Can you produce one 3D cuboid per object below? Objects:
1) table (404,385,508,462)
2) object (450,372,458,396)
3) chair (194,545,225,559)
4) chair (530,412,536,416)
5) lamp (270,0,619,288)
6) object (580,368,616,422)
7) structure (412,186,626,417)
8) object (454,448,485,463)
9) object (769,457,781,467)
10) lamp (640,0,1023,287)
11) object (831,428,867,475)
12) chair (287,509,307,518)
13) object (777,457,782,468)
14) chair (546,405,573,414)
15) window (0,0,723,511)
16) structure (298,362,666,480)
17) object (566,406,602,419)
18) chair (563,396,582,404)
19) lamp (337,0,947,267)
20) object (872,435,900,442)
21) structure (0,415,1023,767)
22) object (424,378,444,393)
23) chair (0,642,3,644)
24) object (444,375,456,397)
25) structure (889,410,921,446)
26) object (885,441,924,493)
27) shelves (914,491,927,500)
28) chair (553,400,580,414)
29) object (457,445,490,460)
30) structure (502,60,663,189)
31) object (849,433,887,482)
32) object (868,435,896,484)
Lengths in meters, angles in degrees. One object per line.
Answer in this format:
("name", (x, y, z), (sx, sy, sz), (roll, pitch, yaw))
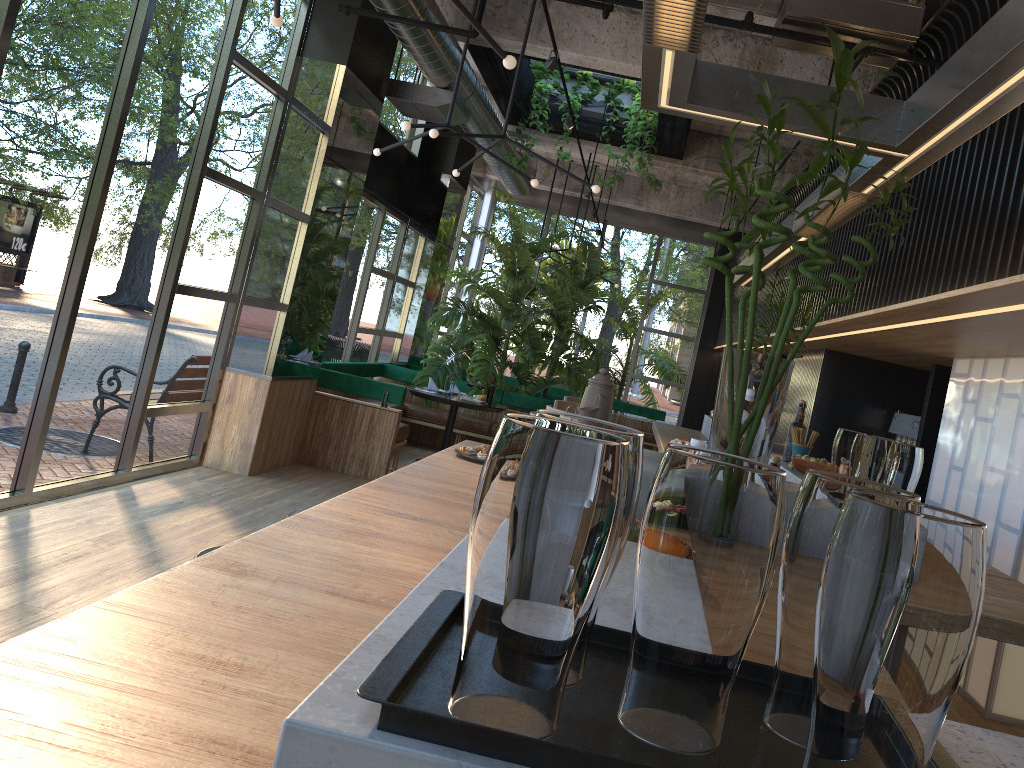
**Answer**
("table", (-0.662, 0.500, 9.287), (1.133, 0.752, 1.066), (12, 1, -26))
("object", (-0.620, 0.001, 9.253), (0.094, 0.246, 0.091), (13, -2, -12))
("chair", (-0.744, 0.849, 2.459), (0.518, 0.698, 0.510), (13, -1, -4))
("chair", (0.256, 0.677, 4.557), (0.566, 0.972, 0.526), (14, -2, -34))
("lamp", (1.317, -2.086, 5.206), (5.060, 1.824, 18.999), (13, 3, 7))
("object", (0.272, 0.063, 2.882), (0.122, 0.235, 0.208), (13, -1, -26))
("structure", (0.100, -0.767, 11.678), (2.461, 3.445, 2.632), (13, -1, -10))
("object", (-0.092, 0.246, 2.946), (0.198, 0.013, 0.213), (15, 4, 41))
("object", (0.897, 0.357, 3.050), (0.068, 0.215, 0.168), (11, -1, 31))
("lamp", (2.905, -1.530, 4.124), (4.977, 2.134, 6.741), (12, 2, 0))
("object", (1.111, 0.258, 2.951), (0.109, 0.210, 0.101), (14, -2, -40))
("chair", (-0.655, 0.837, 3.106), (0.514, 0.698, 0.513), (13, -1, 1))
("object", (0.915, 0.360, 3.122), (0.072, 0.211, 0.068), (14, -3, -27))
("chair", (0.371, 0.662, 5.371), (0.530, 0.972, 0.563), (12, -2, 29))
("window", (-0.055, -2.096, 5.023), (4.120, 6.498, 20.463), (12, 2, 8))
("structure", (0.480, 0.569, 4.845), (5.999, 1.549, 20.216), (13, 3, 7))
("object", (0.213, 0.118, 2.682), (0.098, 0.120, 0.088), (12, -1, 14))
("chair", (0.570, 0.628, 6.928), (0.537, 0.972, 0.556), (12, -2, 16))
("lamp", (0.969, -2.544, 9.556), (3.773, 1.532, 10.072), (13, 3, 4))
("object", (1.224, 0.283, 2.952), (0.109, 0.210, 0.101), (14, -2, -40))
("structure", (2.701, 1.016, 3.828), (5.814, 1.731, 7.162), (13, 2, 6))
("object", (-0.809, 0.013, 9.362), (0.236, 0.139, 0.229), (12, 1, -11))
("chair", (-0.869, 0.867, 1.553), (0.519, 0.698, 0.509), (13, -1, -6))
("object", (-0.640, 0.024, 9.083), (0.101, 0.210, 0.109), (11, -2, 40))
("structure", (3.466, 1.046, 7.906), (0.546, 1.599, 0.841), (12, -2, 6))
("object", (1.186, 0.287, 2.705), (0.109, 0.210, 0.101), (14, -2, -40))
("shelves", (3.509, 0.961, 6.920), (0.520, 0.035, 0.873), (13, 3, 6))
("chair", (0.458, 0.643, 6.120), (0.560, 0.972, 0.532), (13, -2, -19))
("object", (-0.085, 0.228, 2.940), (0.159, 0.053, 0.157), (11, 3, -40))
("structure", (1.057, -2.972, 10.309), (2.097, 1.520, 1.460), (13, 0, 35))
("object", (1.083, 0.264, 2.723), (0.109, 0.210, 0.101), (14, -2, -40))
("object", (1.155, 0.274, 2.828), (0.101, 0.210, 0.109), (11, -2, 40))
